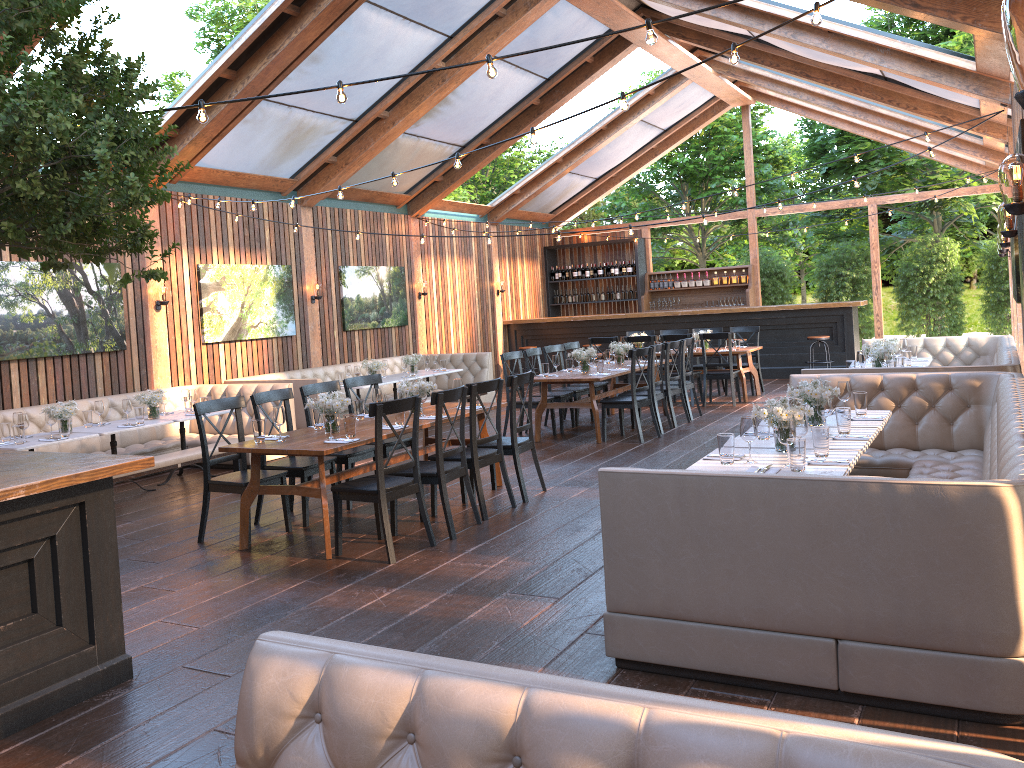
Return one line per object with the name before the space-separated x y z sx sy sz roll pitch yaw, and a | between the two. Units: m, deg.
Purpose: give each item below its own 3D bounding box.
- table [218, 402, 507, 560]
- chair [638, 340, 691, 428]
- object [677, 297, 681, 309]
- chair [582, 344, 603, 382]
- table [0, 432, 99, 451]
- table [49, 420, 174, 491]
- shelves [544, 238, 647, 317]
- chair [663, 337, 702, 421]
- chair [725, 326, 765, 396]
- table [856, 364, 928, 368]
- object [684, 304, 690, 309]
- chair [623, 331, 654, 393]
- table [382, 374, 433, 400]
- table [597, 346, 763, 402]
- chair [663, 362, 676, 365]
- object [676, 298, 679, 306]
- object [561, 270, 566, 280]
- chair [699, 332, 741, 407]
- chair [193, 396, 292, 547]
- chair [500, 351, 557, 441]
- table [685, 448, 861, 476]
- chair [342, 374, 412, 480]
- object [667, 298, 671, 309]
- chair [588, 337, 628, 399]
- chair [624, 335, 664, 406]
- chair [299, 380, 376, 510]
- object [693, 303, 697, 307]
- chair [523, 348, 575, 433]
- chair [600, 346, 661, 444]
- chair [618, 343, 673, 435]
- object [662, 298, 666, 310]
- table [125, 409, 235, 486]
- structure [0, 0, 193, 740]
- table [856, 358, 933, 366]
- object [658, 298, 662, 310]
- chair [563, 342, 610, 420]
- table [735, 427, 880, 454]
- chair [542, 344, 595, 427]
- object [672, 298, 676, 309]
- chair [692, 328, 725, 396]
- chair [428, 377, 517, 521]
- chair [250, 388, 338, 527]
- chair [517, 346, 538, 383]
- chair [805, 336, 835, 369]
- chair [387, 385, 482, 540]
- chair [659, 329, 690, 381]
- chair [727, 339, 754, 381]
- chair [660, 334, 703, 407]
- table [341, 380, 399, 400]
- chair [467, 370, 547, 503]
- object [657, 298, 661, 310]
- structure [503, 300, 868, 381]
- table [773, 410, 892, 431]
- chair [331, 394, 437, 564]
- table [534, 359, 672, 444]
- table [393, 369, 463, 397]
table | -1.016 0.663 6.972 0.949 0.728 2.441 -2 5 29
chair | 1.832 -0.011 10.862 0.539 1.018 0.479 -2 2 34
object | 3.497 -1.696 18.548 0.092 0.244 0.092 -4 2 4
chair | 1.534 -0.375 16.719 0.467 0.734 0.469 -3 2 12
table | -4.186 0.824 7.738 0.798 0.671 0.802 -2 4 28
table | -3.795 0.735 8.453 0.798 0.671 0.802 -2 4 29
shelves | 1.875 -1.686 19.401 2.200 2.824 0.503 -2 2 29
chair | 2.095 -0.072 11.355 0.539 1.018 0.479 -2 2 29
chair | 3.536 -0.360 13.554 0.477 1.018 0.541 -2 2 34
table | 3.949 0.165 9.347 0.798 0.671 0.802 -2 4 29
object | 3.652 -1.622 18.440 0.124 0.096 0.124 -1 5 40
chair | 2.065 -0.340 14.363 0.477 1.018 0.541 -3 2 24
table | -1.629 0.243 12.414 0.798 0.671 0.802 -2 4 29
table | 2.482 -0.136 13.418 2.428 0.728 0.954 -1 5 29
chair | 2.731 -0.391 16.061 0.467 0.734 0.469 -3 2 4
object | 3.513 -1.707 18.662 0.092 0.244 0.092 -4 2 4
object | 1.141 -2.462 19.705 0.136 0.315 0.136 -4 2 -9
chair | 2.931 -0.223 12.449 0.477 1.018 0.541 -3 2 24
chair | -1.989 0.620 6.513 0.539 1.018 0.479 -2 2 29
chair | 0.185 0.126 10.489 0.539 1.018 0.479 -2 2 29
table | 1.392 0.746 4.671 0.798 0.671 0.802 -2 4 28
chair | -1.183 0.437 7.986 0.539 1.018 0.479 -2 2 34
object | 3.316 -1.694 18.650 0.092 0.244 0.092 -4 2 4
chair | 1.460 -0.202 13.258 0.477 1.018 0.541 -3 2 29
chair | 1.950 -0.209 12.989 0.477 1.018 0.541 -3 2 24
chair | -1.452 0.498 7.495 0.539 1.018 0.479 -2 2 29
object | 3.810 -1.630 18.417 0.124 0.096 0.124 -2 4 18
chair | 0.454 0.065 10.980 0.539 1.018 0.479 -3 2 24
chair | 1.300 0.110 9.884 0.539 1.018 0.479 -2 3 37
chair | 1.547 0.049 10.395 0.539 1.018 0.479 -3 2 26
object | 3.216 -1.691 18.696 0.092 0.244 0.092 -5 2 -41
table | -3.404 0.646 9.168 0.798 0.671 0.802 -2 4 28
structure | -2.895 -0.411 3.692 2.711 3.690 2.862 -2 3 38
table | 4.340 0.076 10.062 0.798 0.671 0.802 -2 4 28
object | 3.154 -1.701 18.851 0.092 0.244 0.092 -4 2 4
chair | 0.991 -0.057 11.962 0.539 1.018 0.479 -2 2 29
table | 1.783 0.657 5.387 0.798 0.671 0.802 -2 4 29
chair | 0.722 0.004 11.471 0.539 1.018 0.479 -2 2 34
object | 3.400 -1.694 18.592 0.092 0.244 0.092 -4 2 4
chair | 3.046 -0.353 13.823 0.477 1.018 0.541 -3 2 24
chair | -0.333 0.482 6.881 0.539 1.018 0.479 -2 2 32
chair | -1.720 0.559 7.005 0.539 1.018 0.479 -3 2 24
chair | 0.336 -0.358 17.377 0.467 0.734 0.469 -2 3 36
chair | 5.126 -0.425 14.744 0.467 0.734 0.469 -3 2 16
chair | -0.581 0.543 6.377 0.539 1.018 0.479 -3 2 24
chair | 2.555 -0.347 14.093 0.477 1.018 0.541 -3 2 29
chair | 3.929 -0.408 15.402 0.469 0.734 0.467 -5 3 -37
chair | 2.441 -0.216 12.719 0.477 1.018 0.541 -3 2 29
table | -2.020 0.332 11.698 0.798 0.671 0.802 -2 4 28
chair | -0.065 0.421 7.371 0.539 1.018 0.479 -3 2 24
object | 3.120 -1.691 18.756 0.092 0.244 0.092 -5 2 -41
structure | 3.044 -0.737 16.673 6.794 1.272 0.860 -1 3 29
table | 2.174 0.568 6.102 0.798 0.671 0.802 -2 4 28
chair | -0.881 0.604 5.904 0.539 1.018 0.479 -2 2 34
table | 1.147 0.172 10.925 0.949 0.728 2.441 -2 5 29
table | -1.238 0.154 13.129 0.798 0.671 0.802 -2 4 28
